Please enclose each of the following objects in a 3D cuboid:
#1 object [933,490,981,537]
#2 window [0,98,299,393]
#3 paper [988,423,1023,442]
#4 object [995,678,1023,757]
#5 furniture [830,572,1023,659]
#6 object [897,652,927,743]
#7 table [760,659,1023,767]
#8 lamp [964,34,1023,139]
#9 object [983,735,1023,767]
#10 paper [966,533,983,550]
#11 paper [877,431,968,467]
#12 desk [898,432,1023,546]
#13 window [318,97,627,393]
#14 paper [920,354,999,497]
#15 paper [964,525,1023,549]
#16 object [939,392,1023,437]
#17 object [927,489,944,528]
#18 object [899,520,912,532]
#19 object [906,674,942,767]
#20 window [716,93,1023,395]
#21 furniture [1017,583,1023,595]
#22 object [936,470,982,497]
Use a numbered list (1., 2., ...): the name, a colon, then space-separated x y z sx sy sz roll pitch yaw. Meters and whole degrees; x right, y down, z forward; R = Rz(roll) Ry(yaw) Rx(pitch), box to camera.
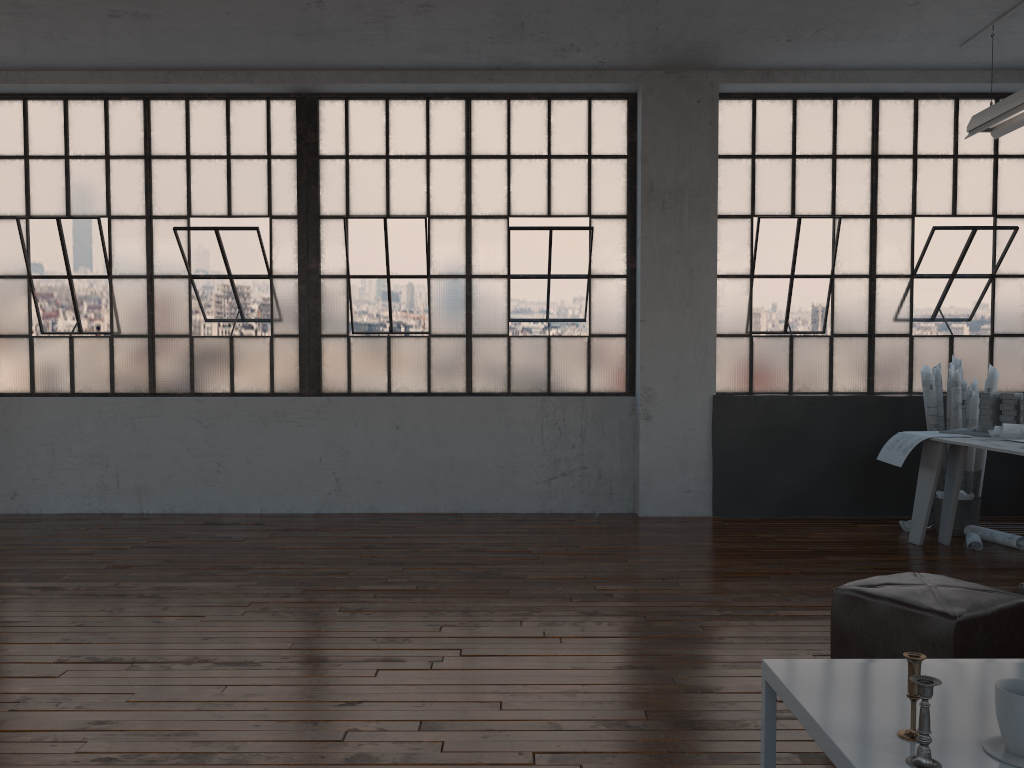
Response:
1. object: 2.959 0.847 5.901 0.290 0.294 0.290 2 2 41
2. window: -2.758 -1.042 6.746 2.456 2.262 0.669 0 3 0
3. paper: 3.189 0.285 4.548 0.975 0.106 1.074 0 1 0
4. object: 0.888 0.576 1.538 0.101 0.109 0.129 0 2 9
5. furniture: 1.351 0.862 2.858 0.471 0.431 0.470 -1 2 -31
6. object: 0.720 0.559 1.587 0.052 0.148 0.052 2 3 41
7. table: 1.055 0.856 1.533 0.972 0.445 0.990 0 1 0
8. lamp: 3.014 -1.871 4.773 0.202 0.629 1.875 0 1 0
9. object: 0.885 0.631 1.519 0.137 0.003 0.137 0 1 21
10. paper: 2.859 0.980 5.485 0.083 0.069 0.341 1 1 25
11. paper: 2.513 0.397 5.449 0.434 0.183 0.439 0 1 -1
12. desk: 3.002 0.670 4.673 1.064 0.698 2.054 0 1 0
13. window: -0.330 -1.044 6.747 2.456 2.262 0.669 0 3 0
14. paper: 3.165 0.383 6.254 0.440 1.199 0.412 -1 3 -22
15. paper: 3.049 0.969 5.578 0.113 0.094 0.466 -1 1 -15
16. object: 3.059 0.160 5.380 0.735 0.306 0.433 1 2 45
17. object: 2.869 0.855 6.078 0.293 0.281 0.107 -1 3 -27
18. object: 2.685 0.957 5.974 0.108 0.084 0.135 0 2 -9
19. object: 0.688 0.559 1.478 0.055 0.153 0.055 -1 3 -23
20. window: 2.749 -1.047 6.749 2.590 2.394 0.669 0 3 0
21. furniture: 1.965 0.857 2.835 0.480 0.440 0.479 -1 2 -21
22. object: 3.117 0.793 6.260 0.354 0.398 0.354 0 2 7
